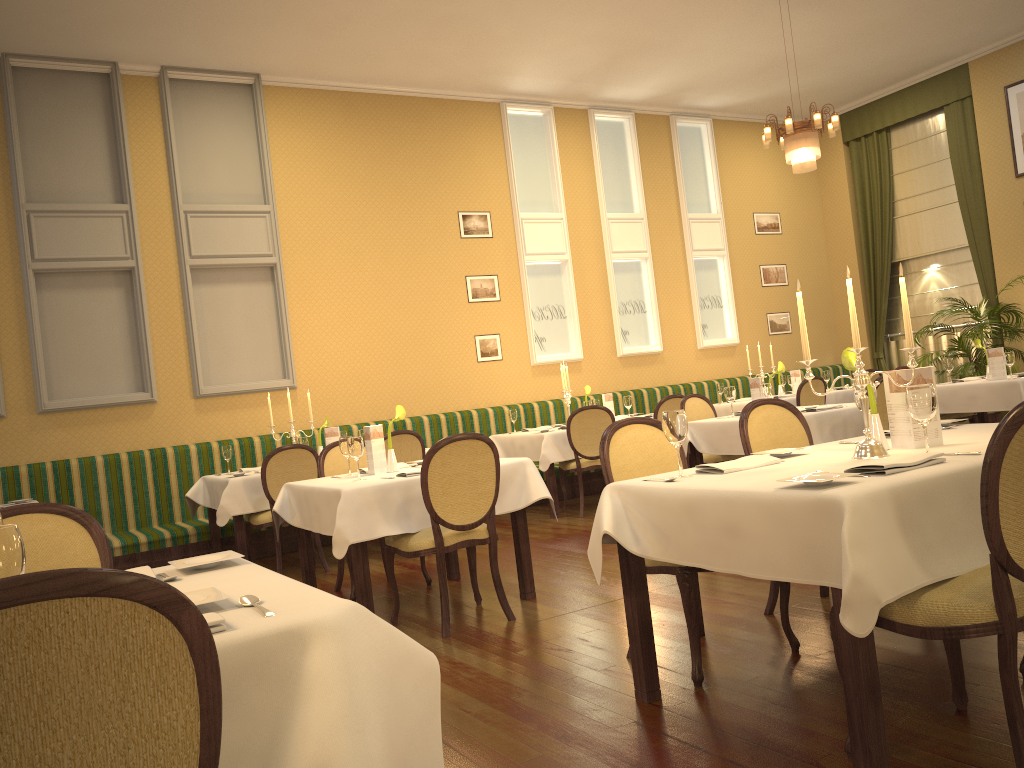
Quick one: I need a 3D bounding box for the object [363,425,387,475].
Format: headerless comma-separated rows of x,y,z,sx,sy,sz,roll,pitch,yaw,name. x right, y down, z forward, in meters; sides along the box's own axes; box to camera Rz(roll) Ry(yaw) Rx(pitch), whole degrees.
-0.794,0.377,5.049,0.081,0.277,0.166,-7,-1,16,object

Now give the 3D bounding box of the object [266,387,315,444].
-1.795,0.344,7.240,0.390,0.655,0.131,-7,-1,-11,object

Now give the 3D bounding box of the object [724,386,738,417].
1.656,0.135,6.699,0.088,0.229,0.088,-7,-1,12,object

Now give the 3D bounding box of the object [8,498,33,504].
-3.579,0.858,6.457,0.160,0.024,0.160,-6,-1,-30,object

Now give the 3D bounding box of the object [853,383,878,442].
1.409,0.112,3.513,0.088,0.229,0.088,-7,-1,18,object

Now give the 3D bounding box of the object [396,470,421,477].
-0.456,0.458,4.645,0.273,0.024,0.142,-6,-1,-30,object

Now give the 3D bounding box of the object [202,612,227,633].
-0.637,0.428,1.498,0.273,0.024,0.142,-6,-1,-30,object

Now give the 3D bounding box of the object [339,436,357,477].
-0.956,0.421,5.170,0.088,0.229,0.088,-7,-1,18,object

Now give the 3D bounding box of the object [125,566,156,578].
-0.992,0.476,2.086,0.273,0.033,0.142,-6,-1,-30,object

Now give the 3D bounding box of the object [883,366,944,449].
1.383,0.086,3.073,0.166,0.277,0.081,-7,-1,31,object

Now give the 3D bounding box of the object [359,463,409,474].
-0.762,0.500,5.262,0.273,0.033,0.142,-6,-1,-30,object

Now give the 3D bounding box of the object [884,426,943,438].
1.603,0.192,3.605,0.273,0.033,0.142,-6,-1,-30,object

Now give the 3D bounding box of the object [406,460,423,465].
-0.546,0.480,5.424,0.160,0.024,0.160,-6,-1,-30,object

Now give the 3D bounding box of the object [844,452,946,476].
1.115,0.233,2.584,0.273,0.033,0.142,-6,-1,-30,object

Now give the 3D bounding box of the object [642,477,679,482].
0.498,0.320,2.982,0.038,0.015,0.181,-6,-1,-29,object

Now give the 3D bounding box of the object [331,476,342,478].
-1.011,0.537,5.119,0.017,0.010,0.185,-6,-1,-29,object

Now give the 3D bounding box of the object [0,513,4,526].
-1.186,0.396,1.995,0.088,0.229,0.088,-7,-1,18,object

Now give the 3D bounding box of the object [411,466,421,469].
-0.459,0.460,4.861,0.160,0.024,0.160,-6,-1,-30,object

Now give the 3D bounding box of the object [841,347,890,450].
1.264,0.050,3.173,0.076,0.375,0.163,-7,-1,-8,object

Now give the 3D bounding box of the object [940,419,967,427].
1.819,0.171,3.766,0.160,0.024,0.160,-6,-1,-30,object

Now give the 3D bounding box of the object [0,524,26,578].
-0.806,0.341,1.392,0.088,0.229,0.088,-7,-1,18,object

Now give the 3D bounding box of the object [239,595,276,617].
-0.476,0.414,1.654,0.038,0.015,0.181,-6,-1,-29,object

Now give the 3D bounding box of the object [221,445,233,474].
-2.305,0.614,7.195,0.088,0.229,0.088,-7,-1,18,object

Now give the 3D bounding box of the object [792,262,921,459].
1.158,-0.078,2.959,0.390,0.655,0.131,-7,-1,4,object

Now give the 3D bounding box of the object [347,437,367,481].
-0.821,0.397,4.699,0.088,0.229,0.088,-7,-1,18,object

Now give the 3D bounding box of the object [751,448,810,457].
1.005,0.261,3.311,0.160,0.024,0.160,-6,-1,-30,object

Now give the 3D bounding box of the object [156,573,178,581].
-0.840,0.465,2.157,0.038,0.015,0.181,-6,-1,-29,object

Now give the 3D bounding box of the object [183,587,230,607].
-0.641,0.430,1.714,0.160,0.024,0.160,-6,-1,-30,object

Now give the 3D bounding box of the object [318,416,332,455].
-1.574,0.458,7.426,0.076,0.375,0.163,-8,-1,42,object

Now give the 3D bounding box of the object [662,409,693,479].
0.564,0.204,3.024,0.088,0.229,0.088,-7,-1,18,object

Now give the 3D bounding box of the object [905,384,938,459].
1.255,0.117,2.700,0.088,0.229,0.088,-7,-1,12,object

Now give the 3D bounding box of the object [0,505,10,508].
-3.444,0.833,5.923,0.160,0.024,0.160,-6,-1,-30,object

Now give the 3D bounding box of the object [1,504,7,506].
-3.643,0.868,6.366,0.038,0.015,0.181,-6,-1,-29,object

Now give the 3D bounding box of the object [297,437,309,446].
-1.614,0.527,6.871,0.088,0.229,0.088,-7,-1,18,object

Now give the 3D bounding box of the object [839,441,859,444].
1.354,0.228,3.462,0.017,0.010,0.185,-6,-1,-29,object

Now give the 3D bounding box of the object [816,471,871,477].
0.948,0.259,2.547,0.038,0.015,0.181,-6,-1,-29,object

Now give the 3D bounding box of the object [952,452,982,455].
1.361,0.215,2.744,0.017,0.010,0.185,-6,-1,-30,object

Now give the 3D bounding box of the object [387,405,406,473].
-0.664,0.310,5.031,0.163,0.375,0.076,-7,-1,37,object

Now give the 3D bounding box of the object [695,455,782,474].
0.788,0.280,3.085,0.273,0.033,0.142,-6,-1,-30,object

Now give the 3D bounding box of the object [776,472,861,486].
0.838,0.266,2.427,0.160,0.024,0.160,-6,-1,-30,object

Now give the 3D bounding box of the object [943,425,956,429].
1.754,0.182,3.675,0.038,0.015,0.181,-6,-1,-29,object

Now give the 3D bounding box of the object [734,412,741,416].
1.850,0.215,6.791,0.273,0.033,0.142,-6,-1,-30,object

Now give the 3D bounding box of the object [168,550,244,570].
-0.775,0.455,2.248,0.160,0.024,0.160,-6,-1,-30,object

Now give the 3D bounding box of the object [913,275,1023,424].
5.350,-0.274,10.025,1.496,1.807,1.552,-8,-1,40,object

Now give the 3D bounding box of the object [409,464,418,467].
-0.611,0.490,5.332,0.038,0.015,0.181,-6,-1,-29,object
